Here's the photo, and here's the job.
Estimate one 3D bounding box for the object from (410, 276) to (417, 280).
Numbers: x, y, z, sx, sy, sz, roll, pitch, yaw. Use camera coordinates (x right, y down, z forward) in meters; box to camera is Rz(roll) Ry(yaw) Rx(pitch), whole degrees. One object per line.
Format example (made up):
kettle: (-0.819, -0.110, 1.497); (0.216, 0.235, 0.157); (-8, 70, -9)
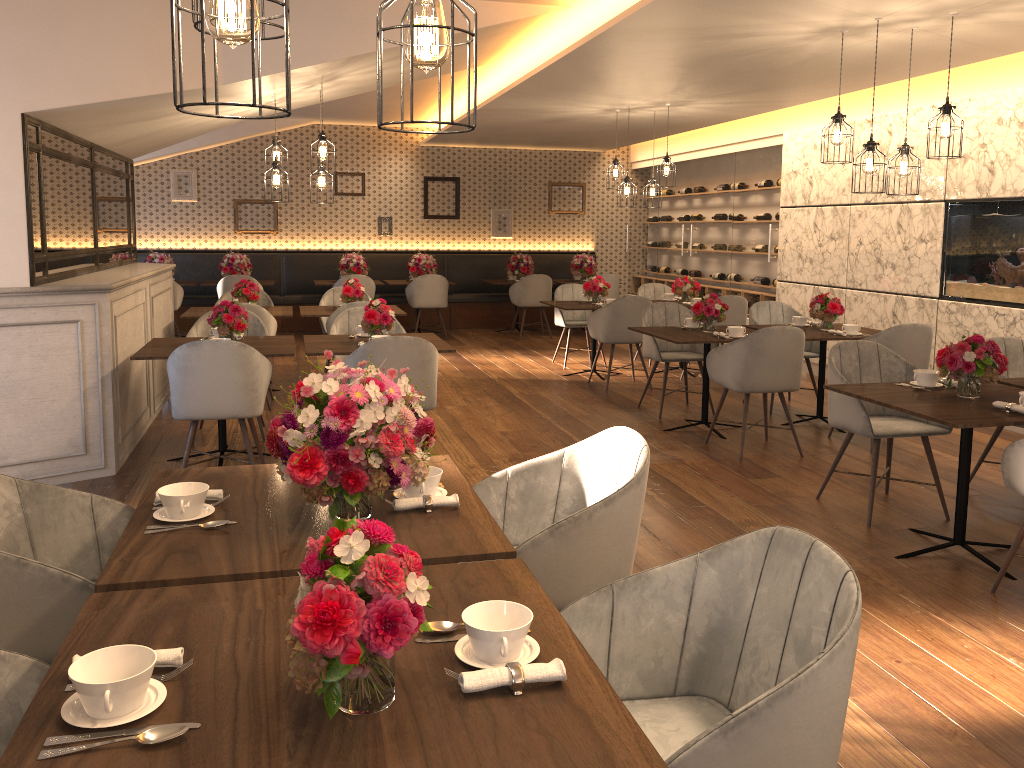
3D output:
object: (-1.376, -1.504, 12.542); (0.148, 0.072, 0.149); (7, 11, 33)

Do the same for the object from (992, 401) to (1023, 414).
object: (2.082, 0.098, 3.686); (0.056, 0.039, 0.177); (-2, 10, -14)

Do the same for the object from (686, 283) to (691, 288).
object: (1.777, -0.998, 8.997); (0.048, 0.052, 0.077); (-5, 10, -34)

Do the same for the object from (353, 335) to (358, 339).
object: (-1.056, -0.320, 5.988); (0.022, 0.004, 0.212); (-2, 10, -14)

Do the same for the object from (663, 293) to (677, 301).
object: (1.674, -0.919, 9.380); (0.148, 0.072, 0.149); (-6, 12, -36)

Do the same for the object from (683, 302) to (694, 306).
object: (1.746, -0.795, 8.776); (0.056, 0.039, 0.177); (-2, 10, -14)

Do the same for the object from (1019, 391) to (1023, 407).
object: (2.193, 0.078, 3.712); (0.148, 0.072, 0.149); (6, 11, 28)

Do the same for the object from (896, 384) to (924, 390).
object: (1.905, 0.010, 4.247); (0.043, 0.015, 0.199); (-2, 10, -18)

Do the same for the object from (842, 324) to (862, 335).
object: (2.459, -0.392, 6.414); (0.148, 0.072, 0.149); (-6, 12, -36)

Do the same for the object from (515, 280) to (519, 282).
object: (0.082, -1.426, 12.285); (0.056, 0.039, 0.177); (-2, 10, -14)

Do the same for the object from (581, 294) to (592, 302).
object: (0.783, -0.889, 9.157); (0.148, 0.072, 0.149); (-6, 12, -36)

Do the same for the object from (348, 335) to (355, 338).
object: (-1.092, -0.325, 5.985); (0.043, 0.015, 0.199); (-2, 10, -18)

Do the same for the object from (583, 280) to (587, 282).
object: (1.054, -1.458, 12.528); (0.056, 0.039, 0.177); (-2, 10, -14)

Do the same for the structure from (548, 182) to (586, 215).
structure: (0.847, -2.849, 13.593); (0.601, 0.482, 0.033); (-2, 7, -14)

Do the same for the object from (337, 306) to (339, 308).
object: (-1.620, -0.716, 8.224); (0.022, 0.004, 0.212); (-2, 10, -14)

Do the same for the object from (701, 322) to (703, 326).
object: (1.495, -0.452, 6.799); (0.056, 0.039, 0.177); (-2, 10, -14)

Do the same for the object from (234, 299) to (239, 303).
object: (-2.467, -0.727, 8.035); (0.149, 0.072, 0.149); (9, 13, 43)

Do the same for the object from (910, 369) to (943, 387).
object: (2.010, -0.025, 4.289); (0.148, 0.072, 0.149); (6, 11, 28)

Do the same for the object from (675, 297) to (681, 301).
object: (1.785, -0.906, 9.409); (0.056, 0.039, 0.177); (-2, 10, -14)

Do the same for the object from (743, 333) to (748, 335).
object: (1.672, -0.341, 6.241); (0.043, 0.015, 0.199); (-2, 10, -18)

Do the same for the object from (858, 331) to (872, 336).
object: (2.564, -0.370, 6.463); (0.043, 0.015, 0.199); (-2, 10, -18)

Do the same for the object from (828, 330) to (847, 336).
object: (2.348, -0.371, 6.388); (0.056, 0.039, 0.177); (-2, 10, -14)

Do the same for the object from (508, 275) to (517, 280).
object: (0.010, -1.549, 12.889); (0.148, 0.072, 0.149); (7, 11, 33)

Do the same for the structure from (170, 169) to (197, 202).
structure: (-4.535, -2.746, 12.239); (0.340, 0.437, 0.035); (-1, 7, -14)

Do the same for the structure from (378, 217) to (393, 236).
structure: (-1.857, -2.314, 12.979); (0.216, 0.276, 0.018); (-1, 7, -14)

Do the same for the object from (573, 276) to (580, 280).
object: (0.982, -1.582, 13.131); (0.148, 0.072, 0.149); (6, 11, 28)

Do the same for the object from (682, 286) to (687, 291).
object: (1.751, -0.969, 9.006); (0.049, 0.051, 0.078); (0, 9, -4)

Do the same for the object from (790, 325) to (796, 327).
object: (2.178, -0.460, 6.951); (0.043, 0.015, 0.199); (-1, 10, -10)

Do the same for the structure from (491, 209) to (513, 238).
structure: (-0.152, -2.426, 13.390); (0.340, 0.437, 0.035); (-1, 7, -14)

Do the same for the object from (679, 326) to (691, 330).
object: (1.315, -0.424, 6.729); (0.022, 0.004, 0.212); (-2, 10, -14)

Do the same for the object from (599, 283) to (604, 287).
object: (0.872, -0.981, 8.802); (0.077, 0.052, 0.046); (8, 11, 37)

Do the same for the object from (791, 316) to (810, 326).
object: (2.276, -0.495, 6.991); (0.148, 0.072, 0.149); (-6, 12, -36)

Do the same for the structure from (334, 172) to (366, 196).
structure: (-2.342, -2.887, 12.789); (0.449, 0.342, 0.016); (-2, 7, -14)

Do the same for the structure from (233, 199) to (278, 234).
structure: (-3.618, -2.365, 12.518); (0.601, 0.482, 0.033); (-2, 7, -14)

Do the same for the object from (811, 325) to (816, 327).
object: (2.355, -0.472, 7.004); (0.025, 0.024, 0.194); (-1, 10, -14)

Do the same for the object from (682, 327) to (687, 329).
object: (1.280, -0.430, 6.726); (0.043, 0.015, 0.199); (-2, 10, -18)

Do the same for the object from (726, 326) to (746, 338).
object: (1.568, -0.362, 6.191); (0.148, 0.072, 0.149); (-6, 12, -36)

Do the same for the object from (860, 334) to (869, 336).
object: (2.528, -0.365, 6.462); (0.022, 0.004, 0.212); (-2, 10, -14)

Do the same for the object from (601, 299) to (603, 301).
object: (0.893, -0.876, 9.187); (0.056, 0.039, 0.177); (-2, 10, -14)

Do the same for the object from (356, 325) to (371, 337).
object: (-0.987, -0.361, 6.028); (0.149, 0.072, 0.149); (9, 13, 43)

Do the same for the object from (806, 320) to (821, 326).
object: (2.387, -0.482, 7.021); (0.056, 0.039, 0.177); (-2, 10, -14)

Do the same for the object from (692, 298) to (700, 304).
object: (1.857, -0.816, 8.802); (0.148, 0.072, 0.149); (-6, 12, -36)

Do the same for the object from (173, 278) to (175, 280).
object: (-4.513, -1.383, 11.761); (0.056, 0.039, 0.177); (-2, 10, -14)

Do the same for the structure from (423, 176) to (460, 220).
structure: (-1.042, -2.756, 13.132); (0.544, 0.628, 0.035); (-1, 7, -14)

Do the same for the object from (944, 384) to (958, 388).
object: (2.089, -0.003, 4.302); (0.025, 0.024, 0.194); (-1, 10, -14)

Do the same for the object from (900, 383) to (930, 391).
object: (1.940, 0.016, 4.249); (0.022, 0.004, 0.212); (-2, 10, -14)

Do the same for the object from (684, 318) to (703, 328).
object: (1.385, -0.465, 6.769); (0.148, 0.072, 0.149); (-6, 12, -36)

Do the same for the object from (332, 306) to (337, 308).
object: (-1.656, -0.722, 8.221); (0.043, 0.015, 0.199); (-2, 10, -18)

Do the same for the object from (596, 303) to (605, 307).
object: (0.855, -0.766, 8.553); (0.056, 0.039, 0.177); (-2, 10, -14)

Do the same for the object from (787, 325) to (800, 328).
object: (2.207, -0.454, 6.951); (0.022, 0.004, 0.212); (-2, 10, -14)

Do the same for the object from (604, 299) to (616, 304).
object: (0.966, -0.786, 8.579); (0.148, 0.072, 0.149); (-6, 12, -36)

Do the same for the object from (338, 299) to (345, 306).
object: (-1.550, -0.757, 8.264); (0.149, 0.072, 0.149); (9, 13, 43)

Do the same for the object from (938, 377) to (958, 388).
object: (2.120, -0.012, 4.319); (0.056, 0.039, 0.177); (-2, 10, -14)

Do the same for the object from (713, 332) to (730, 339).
object: (1.457, -0.342, 6.165); (0.056, 0.039, 0.177); (-2, 10, -14)
